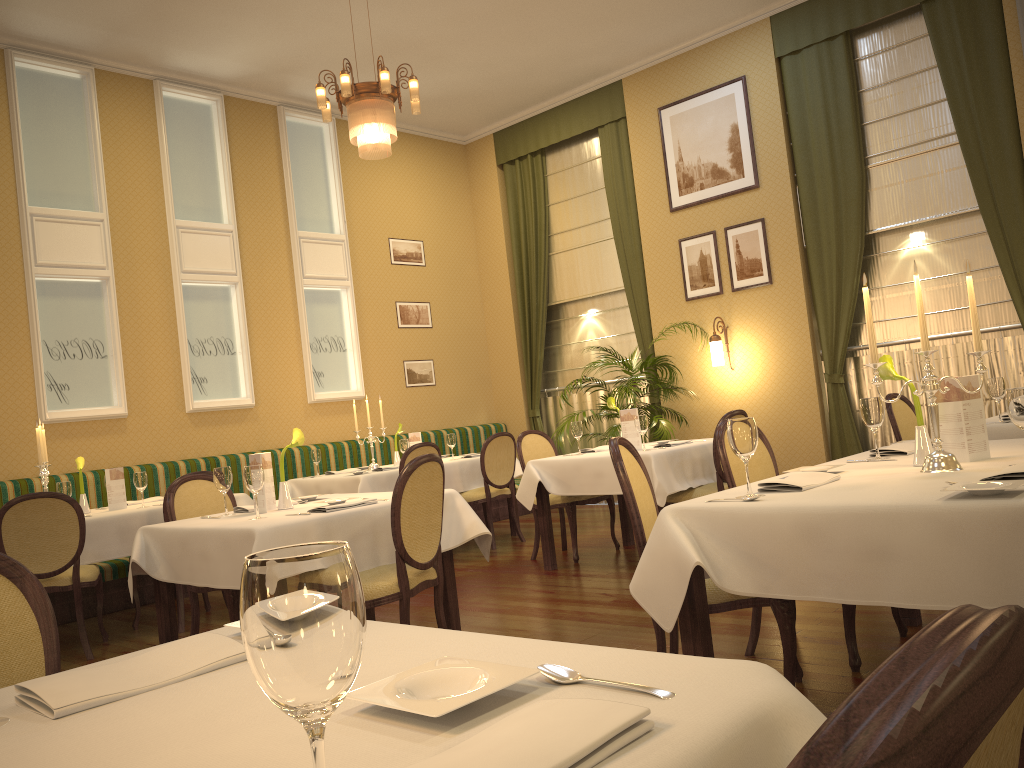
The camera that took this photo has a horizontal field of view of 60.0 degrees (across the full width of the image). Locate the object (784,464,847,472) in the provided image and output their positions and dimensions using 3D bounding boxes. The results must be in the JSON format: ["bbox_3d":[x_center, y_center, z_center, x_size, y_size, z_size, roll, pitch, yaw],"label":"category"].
[{"bbox_3d":[1.016,0.294,2.973,0.160,0.024,0.160,-9,-3,43],"label":"object"}]

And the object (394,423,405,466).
[{"bbox_3d":[-1.001,0.534,7.835,0.076,0.375,0.163,-8,-3,30],"label":"object"}]

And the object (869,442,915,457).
[{"bbox_3d":[1.504,0.253,3.431,0.142,0.033,0.273,-9,-3,43],"label":"object"}]

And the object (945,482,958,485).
[{"bbox_3d":[1.184,0.250,2.227,0.181,0.015,0.038,-9,-3,44],"label":"object"}]

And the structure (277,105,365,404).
[{"bbox_3d":[-1.959,-1.304,9.027,0.200,2.985,0.670,-9,-3,43],"label":"structure"}]

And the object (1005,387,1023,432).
[{"bbox_3d":[1.434,0.123,2.470,0.088,0.229,0.088,-6,-2,-5],"label":"object"}]

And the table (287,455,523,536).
[{"bbox_3d":[-0.848,1.079,7.744,1.385,0.759,2.152,-9,-3,43],"label":"table"}]

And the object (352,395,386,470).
[{"bbox_3d":[-1.210,0.410,7.569,0.131,0.655,0.390,-5,-3,-41],"label":"object"}]

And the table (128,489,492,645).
[{"bbox_3d":[-0.919,0.949,4.122,1.389,0.759,1.395,-9,-3,44],"label":"table"}]

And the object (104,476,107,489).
[{"bbox_3d":[-2.806,0.751,6.214,0.088,0.229,0.088,-6,-2,-5],"label":"object"}]

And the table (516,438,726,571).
[{"bbox_3d":[0.908,0.816,6.104,1.389,0.759,1.395,-9,-3,44],"label":"table"}]

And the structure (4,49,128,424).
[{"bbox_3d":[-3.628,-1.182,7.216,0.200,2.985,0.687,-9,-3,43],"label":"structure"}]

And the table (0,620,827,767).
[{"bbox_3d":[-0.549,0.773,0.643,1.385,0.759,2.152,-9,-3,43],"label":"table"}]

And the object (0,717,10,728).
[{"bbox_3d":[-0.679,0.312,1.095,0.088,0.229,0.088,-7,-2,1],"label":"object"}]

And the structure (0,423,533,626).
[{"bbox_3d":[-4.763,1.290,4.986,0.850,1.031,14.516,-9,-3,43],"label":"structure"}]

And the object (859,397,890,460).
[{"bbox_3d":[1.345,0.165,3.292,0.088,0.229,0.088,-7,-2,1],"label":"object"}]

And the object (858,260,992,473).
[{"bbox_3d":[1.266,-0.059,2.701,0.390,0.655,0.131,-6,-2,-13],"label":"object"}]

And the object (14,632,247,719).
[{"bbox_3d":[-0.521,0.400,1.235,0.142,0.033,0.273,-9,-3,43],"label":"object"}]

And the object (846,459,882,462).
[{"bbox_3d":[1.307,0.277,3.221,0.185,0.010,0.017,-9,-3,44],"label":"object"}]

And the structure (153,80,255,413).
[{"bbox_3d":[-2.818,-1.241,8.094,0.200,2.985,0.661,-9,-3,43],"label":"structure"}]

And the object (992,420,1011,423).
[{"bbox_3d":[2.437,0.193,4.473,0.181,0.015,0.038,-9,-3,44],"label":"object"}]

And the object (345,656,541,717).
[{"bbox_3d":[-0.077,0.343,0.983,0.160,0.024,0.160,-9,-3,43],"label":"object"}]

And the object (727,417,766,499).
[{"bbox_3d":[0.678,0.213,2.575,0.088,0.229,0.088,-7,-2,1],"label":"object"}]

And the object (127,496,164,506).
[{"bbox_3d":[-2.647,0.840,6.353,0.142,0.033,0.273,-9,-3,43],"label":"object"}]

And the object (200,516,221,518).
[{"bbox_3d":[-1.404,0.622,4.140,0.185,0.010,0.017,-9,-3,44],"label":"object"}]

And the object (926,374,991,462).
[{"bbox_3d":[1.448,0.114,2.865,0.166,0.277,0.081,-7,-2,14],"label":"object"}]

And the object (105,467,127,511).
[{"bbox_3d":[-2.609,0.694,5.890,0.081,0.277,0.166,-7,-2,4],"label":"object"}]

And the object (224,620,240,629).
[{"bbox_3d":[-0.360,0.393,1.453,0.160,0.024,0.160,-9,-3,43],"label":"object"}]

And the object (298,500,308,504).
[{"bbox_3d":[-1.082,0.595,4.462,0.181,0.015,0.038,-9,-3,44],"label":"object"}]

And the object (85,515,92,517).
[{"bbox_3d":[-2.629,0.812,5.459,0.185,0.010,0.017,-9,-3,43],"label":"object"}]

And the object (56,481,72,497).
[{"bbox_3d":[-2.717,0.709,5.392,0.088,0.229,0.088,-7,-2,1],"label":"object"}]

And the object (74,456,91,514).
[{"bbox_3d":[-2.804,0.661,5.782,0.076,0.375,0.163,-5,-2,-25],"label":"object"}]

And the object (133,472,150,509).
[{"bbox_3d":[-2.401,0.687,5.749,0.088,0.229,0.088,-7,-2,1],"label":"object"}]

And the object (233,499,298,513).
[{"bbox_3d":[-1.207,0.598,4.350,0.142,0.033,0.273,-9,-3,43],"label":"object"}]

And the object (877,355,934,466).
[{"bbox_3d":[1.305,0.082,2.929,0.076,0.375,0.163,-5,-2,-25],"label":"object"}]

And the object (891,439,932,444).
[{"bbox_3d":[1.664,0.246,3.649,0.160,0.024,0.160,-9,-3,43],"label":"object"}]

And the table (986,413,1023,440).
[{"bbox_3d":[3.286,0.494,4.803,1.385,0.759,2.152,-9,-3,43],"label":"table"}]

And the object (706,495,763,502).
[{"bbox_3d":[0.626,0.325,2.509,0.181,0.015,0.038,-9,-3,44],"label":"object"}]

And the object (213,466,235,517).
[{"bbox_3d":[-1.366,0.510,4.211,0.088,0.229,0.088,-6,-2,-5],"label":"object"}]

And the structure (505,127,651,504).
[{"bbox_3d":[0.819,-0.920,9.834,1.942,4.511,0.123,-9,-3,43],"label":"structure"}]

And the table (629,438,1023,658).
[{"bbox_3d":[1.476,0.626,2.839,1.385,0.759,2.152,-9,-3,43],"label":"table"}]

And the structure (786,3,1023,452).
[{"bbox_3d":[3.362,-1.302,7.456,1.900,4.511,0.134,-9,-3,43],"label":"structure"}]

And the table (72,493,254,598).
[{"bbox_3d":[-2.675,1.212,5.762,1.385,0.759,2.152,-9,-3,43],"label":"table"}]

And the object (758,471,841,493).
[{"bbox_3d":[0.874,0.297,2.693,0.142,0.033,0.273,-9,-3,43],"label":"object"}]

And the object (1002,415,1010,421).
[{"bbox_3d":[2.684,0.165,4.657,0.142,0.033,0.273,-9,-3,43],"label":"object"}]

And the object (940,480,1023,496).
[{"bbox_3d":[1.113,0.249,2.080,0.160,0.024,0.160,-9,-3,43],"label":"object"}]

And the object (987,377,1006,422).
[{"bbox_3d":[2.488,0.082,4.538,0.088,0.229,0.088,-7,-2,1],"label":"object"}]

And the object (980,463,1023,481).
[{"bbox_3d":[1.333,0.230,2.312,0.142,0.033,0.273,-9,-3,43],"label":"object"}]

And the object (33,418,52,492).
[{"bbox_3d":[-2.978,0.538,5.640,0.131,0.655,0.390,-5,-3,-33],"label":"object"}]

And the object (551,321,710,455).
[{"bbox_3d":[1.207,0.355,8.480,1.496,1.807,1.552,-7,-2,23],"label":"object"}]

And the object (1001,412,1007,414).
[{"bbox_3d":[2.827,0.163,4.937,0.160,0.024,0.160,-9,-3,43],"label":"object"}]

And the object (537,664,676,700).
[{"bbox_3d":[0.098,0.326,0.974,0.181,0.015,0.038,-9,-3,44],"label":"object"}]

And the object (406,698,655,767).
[{"bbox_3d":[-0.011,0.329,0.777,0.142,0.024,0.273,-9,-3,43],"label":"object"}]

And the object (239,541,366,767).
[{"bbox_3d":[-0.141,0.233,0.633,0.088,0.229,0.088,-7,-2,1],"label":"object"}]

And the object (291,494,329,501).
[{"bbox_3d":[-1.047,0.591,4.568,0.160,0.024,0.160,-9,-3,43],"label":"object"}]
